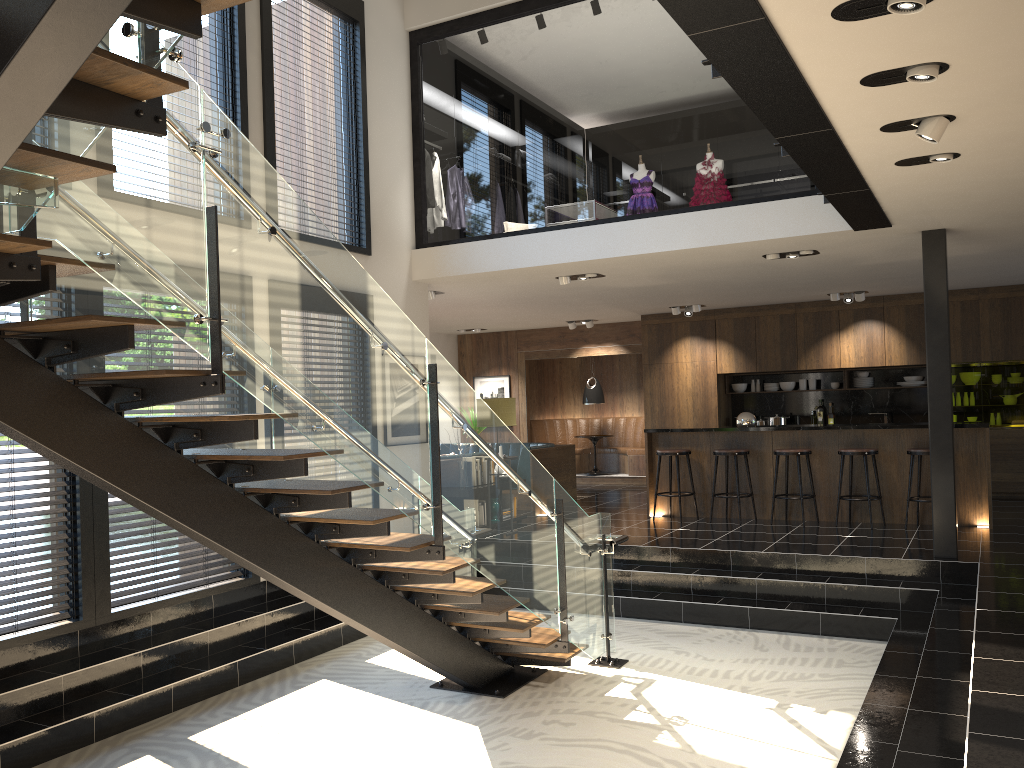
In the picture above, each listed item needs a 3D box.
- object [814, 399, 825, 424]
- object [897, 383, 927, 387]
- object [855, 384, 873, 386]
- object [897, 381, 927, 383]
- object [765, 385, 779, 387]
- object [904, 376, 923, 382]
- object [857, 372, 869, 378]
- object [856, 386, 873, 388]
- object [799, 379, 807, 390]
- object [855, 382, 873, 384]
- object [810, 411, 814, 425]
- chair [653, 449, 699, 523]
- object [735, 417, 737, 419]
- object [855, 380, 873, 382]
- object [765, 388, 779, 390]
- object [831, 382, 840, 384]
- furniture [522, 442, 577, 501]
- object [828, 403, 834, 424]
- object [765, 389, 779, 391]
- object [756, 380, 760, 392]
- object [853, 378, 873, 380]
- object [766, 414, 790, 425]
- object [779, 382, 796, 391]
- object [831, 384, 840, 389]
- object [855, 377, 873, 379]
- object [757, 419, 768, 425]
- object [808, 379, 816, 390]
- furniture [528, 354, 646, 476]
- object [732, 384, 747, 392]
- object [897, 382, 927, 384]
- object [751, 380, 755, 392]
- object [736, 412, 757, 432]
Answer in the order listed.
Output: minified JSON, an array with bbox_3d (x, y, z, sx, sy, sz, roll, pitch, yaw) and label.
[{"bbox_3d":[4.519,0.450,13.043,0.133,0.451,0.116,-2,-1,28],"label":"object"},{"bbox_3d":[5.603,0.015,12.363,0.438,0.039,0.438,-1,-2,-26],"label":"object"},{"bbox_3d":[5.049,0.020,12.739,0.269,0.024,0.269,-1,-2,-23],"label":"object"},{"bbox_3d":[5.603,-0.012,12.363,0.438,0.039,0.438,-1,-2,-26],"label":"object"},{"bbox_3d":[3.887,0.041,13.278,0.220,0.033,0.220,-2,-2,25],"label":"object"},{"bbox_3d":[5.600,-0.060,12.366,0.254,0.088,0.254,-1,-2,-36],"label":"object"},{"bbox_3d":[5.042,-0.122,12.742,0.168,0.087,0.168,-1,-2,-42],"label":"object"},{"bbox_3d":[5.050,0.048,12.739,0.269,0.024,0.269,-1,-2,-23],"label":"object"},{"bbox_3d":[4.282,0.013,13.048,0.109,0.161,0.109,-2,-1,11],"label":"object"},{"bbox_3d":[5.048,-0.007,12.740,0.269,0.024,0.269,-1,-2,-23],"label":"object"},{"bbox_3d":[4.431,0.536,13.086,0.058,0.287,0.058,-2,-1,41],"label":"object"},{"bbox_3d":[1.860,1.154,10.137,0.412,0.799,0.412,-2,-1,38],"label":"chair"},{"bbox_3d":[3.512,0.560,13.354,0.255,0.218,0.236,-2,-1,-14],"label":"object"},{"bbox_3d":[5.048,-0.035,12.740,0.269,0.024,0.269,-1,-2,-23],"label":"object"},{"bbox_3d":[3.889,0.087,13.277,0.220,0.033,0.220,-2,-2,25],"label":"object"},{"bbox_3d":[4.685,0.016,12.856,0.122,0.072,0.122,-1,-2,-36],"label":"object"},{"bbox_3d":[-0.564,1.276,12.559,2.610,0.822,1.365,-3,-1,28],"label":"furniture"},{"bbox_3d":[4.663,0.472,12.974,0.077,0.395,0.077,-2,-1,-20],"label":"object"},{"bbox_3d":[3.889,0.100,13.277,0.220,0.033,0.220,-2,-2,25],"label":"object"},{"bbox_3d":[3.715,0.026,13.380,0.060,0.185,0.060,-2,-1,-3],"label":"object"},{"bbox_3d":[5.047,-0.062,12.740,0.269,0.024,0.269,-1,-2,-23],"label":"object"},{"bbox_3d":[3.865,0.548,12.927,0.300,0.218,0.279,-1,-1,-29],"label":"object"},{"bbox_3d":[4.097,0.040,13.174,0.234,0.138,0.234,-1,-2,-42],"label":"object"},{"bbox_3d":[4.686,0.040,12.856,0.122,0.072,0.122,-1,-2,-36],"label":"object"},{"bbox_3d":[5.046,-0.078,12.741,0.269,0.024,0.269,-1,-2,-23],"label":"object"},{"bbox_3d":[3.695,0.587,13.151,0.210,0.143,0.195,-2,-1,-14],"label":"object"},{"bbox_3d":[4.400,0.008,12.984,0.109,0.161,0.109,-3,-1,41],"label":"object"},{"bbox_3d":[1.617,0.400,15.642,2.639,2.335,1.174,-2,-1,28],"label":"furniture"},{"bbox_3d":[3.469,0.067,13.514,0.234,0.138,0.234,-3,-1,31],"label":"object"},{"bbox_3d":[5.603,0.002,12.363,0.438,0.039,0.438,-1,-2,-26],"label":"object"},{"bbox_3d":[3.649,0.029,13.416,0.060,0.185,0.060,-1,-1,-30],"label":"object"},{"bbox_3d":[2.646,0.428,10.005,0.227,0.228,0.227,-2,-1,-11],"label":"object"}]
